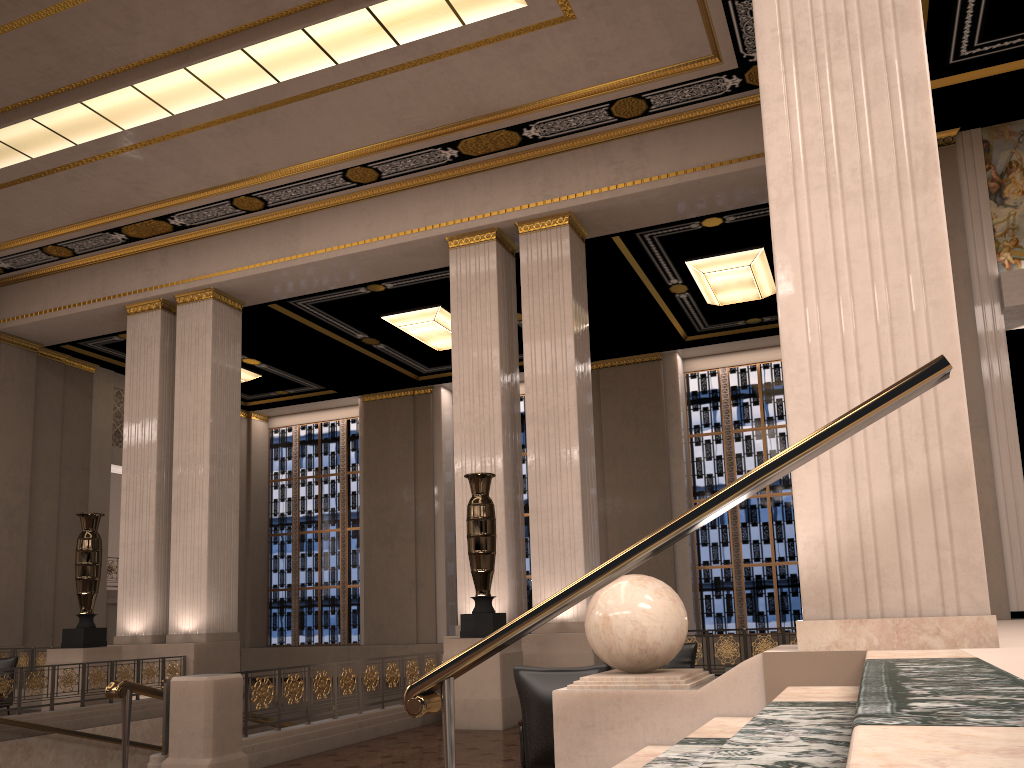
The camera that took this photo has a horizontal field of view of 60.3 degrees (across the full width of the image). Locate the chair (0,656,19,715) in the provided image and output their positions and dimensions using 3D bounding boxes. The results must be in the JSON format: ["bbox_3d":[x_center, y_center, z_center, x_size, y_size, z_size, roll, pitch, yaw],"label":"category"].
[{"bbox_3d":[-7.611,4.393,12.753,0.648,0.829,0.732,1,-12,-13],"label":"chair"}]

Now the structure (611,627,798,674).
[{"bbox_3d":[2.303,3.167,10.202,2.546,0.643,0.032,-8,-10,22],"label":"structure"}]

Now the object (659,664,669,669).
[{"bbox_3d":[1.142,2.481,7.487,0.527,0.369,0.510,7,-16,-35],"label":"object"}]

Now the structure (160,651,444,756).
[{"bbox_3d":[-1.643,3.000,8.672,0.079,0.526,5.026,-5,-15,21],"label":"structure"}]

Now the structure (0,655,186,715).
[{"bbox_3d":[-5.560,3.548,10.232,0.079,0.526,5.024,-6,-15,22],"label":"structure"}]

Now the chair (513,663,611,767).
[{"bbox_3d":[0.429,2.286,5.885,0.650,0.829,0.729,-6,-12,21],"label":"chair"}]

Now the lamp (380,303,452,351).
[{"bbox_3d":[-1.385,-0.968,16.151,1.172,0.210,2.053,-8,-16,21],"label":"lamp"}]

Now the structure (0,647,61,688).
[{"bbox_3d":[-7.363,4.521,14.050,2.546,0.643,0.032,-8,-10,22],"label":"structure"}]

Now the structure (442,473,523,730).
[{"bbox_3d":[-0.337,2.394,9.871,0.703,2.740,0.710,-6,-10,21],"label":"structure"}]

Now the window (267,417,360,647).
[{"bbox_3d":[-4.594,3.527,21.061,3.000,5.265,0.070,-6,-10,22],"label":"window"}]

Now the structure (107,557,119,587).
[{"bbox_3d":[-7.692,3.956,18.218,0.031,0.655,2.194,-5,-15,21],"label":"structure"}]

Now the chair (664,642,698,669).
[{"bbox_3d":[1.585,3.107,9.096,0.649,0.829,0.730,-5,-12,16],"label":"chair"}]

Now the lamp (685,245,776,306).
[{"bbox_3d":[3.567,-1.661,14.180,1.172,0.210,2.053,-8,-16,21],"label":"lamp"}]

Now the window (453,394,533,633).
[{"bbox_3d":[0.129,2.866,19.181,3.000,5.265,0.070,-6,-10,22],"label":"window"}]

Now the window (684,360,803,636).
[{"bbox_3d":[5.016,2.182,17.236,3.000,5.265,0.070,-6,-10,22],"label":"window"}]

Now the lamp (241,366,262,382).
[{"bbox_3d":[-6.253,-0.286,18.089,1.172,0.210,2.053,-8,-16,21],"label":"lamp"}]

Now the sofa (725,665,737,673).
[{"bbox_3d":[2.021,2.630,7.118,0.879,0.693,1.956,-7,-15,21],"label":"sofa"}]

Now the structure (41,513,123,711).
[{"bbox_3d":[-5.825,3.162,12.056,0.703,2.740,0.710,-6,-10,21],"label":"structure"}]
